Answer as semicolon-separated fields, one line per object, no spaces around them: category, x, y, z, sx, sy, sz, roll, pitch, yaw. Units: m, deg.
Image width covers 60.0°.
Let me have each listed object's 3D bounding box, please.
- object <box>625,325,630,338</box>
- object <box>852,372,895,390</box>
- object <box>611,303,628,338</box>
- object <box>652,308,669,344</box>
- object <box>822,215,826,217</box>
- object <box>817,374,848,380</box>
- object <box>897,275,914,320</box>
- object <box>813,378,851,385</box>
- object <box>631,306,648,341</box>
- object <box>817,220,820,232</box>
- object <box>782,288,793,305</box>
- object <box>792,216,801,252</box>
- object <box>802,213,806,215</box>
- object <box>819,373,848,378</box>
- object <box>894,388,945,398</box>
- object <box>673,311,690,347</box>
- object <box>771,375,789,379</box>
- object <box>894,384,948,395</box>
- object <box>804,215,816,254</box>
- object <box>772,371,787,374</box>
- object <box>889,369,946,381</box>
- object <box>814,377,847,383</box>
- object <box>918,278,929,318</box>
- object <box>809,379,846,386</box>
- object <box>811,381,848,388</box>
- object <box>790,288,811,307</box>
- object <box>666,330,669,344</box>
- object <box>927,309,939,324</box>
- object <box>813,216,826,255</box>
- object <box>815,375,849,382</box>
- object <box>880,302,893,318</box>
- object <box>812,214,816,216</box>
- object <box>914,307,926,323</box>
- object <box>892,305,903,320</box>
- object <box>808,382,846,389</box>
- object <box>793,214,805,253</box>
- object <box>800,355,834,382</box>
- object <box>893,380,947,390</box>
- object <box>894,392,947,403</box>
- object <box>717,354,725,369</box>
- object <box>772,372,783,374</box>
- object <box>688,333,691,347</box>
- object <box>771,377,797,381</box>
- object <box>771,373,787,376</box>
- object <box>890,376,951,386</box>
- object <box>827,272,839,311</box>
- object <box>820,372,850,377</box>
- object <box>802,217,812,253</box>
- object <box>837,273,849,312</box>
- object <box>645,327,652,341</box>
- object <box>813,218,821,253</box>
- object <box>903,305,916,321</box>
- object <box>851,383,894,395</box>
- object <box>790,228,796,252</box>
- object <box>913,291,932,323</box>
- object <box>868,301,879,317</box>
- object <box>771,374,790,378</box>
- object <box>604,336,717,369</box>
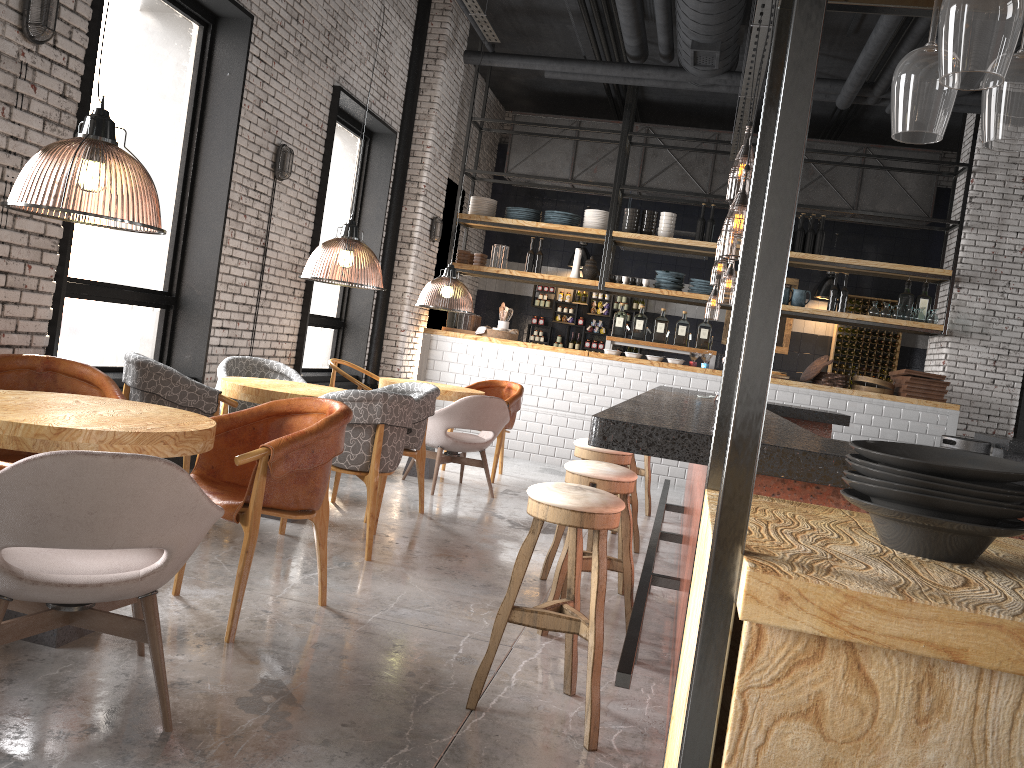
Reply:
object;1.325;-0.604;10.218;0.032;0.163;0.080;8;2;-17
object;3.936;-0.021;9.648;0.439;0.154;0.437;7;3;-32
object;1.260;-0.739;10.315;0.154;0.404;0.154;9;1;11
object;1.720;-0.668;10.221;0.154;0.404;0.154;9;1;11
object;3.528;-1.891;10.040;0.046;0.031;0.046;8;2;4
object;3.520;-0.077;9.770;0.406;0.019;0.459;6;3;-36
object;4.447;-0.964;10.005;0.157;0.554;0.105;9;1;15
object;3.498;-0.032;9.776;0.458;0.019;0.407;7;3;-20
object;1.483;-0.704;10.261;0.154;0.404;0.154;9;1;11
object;3.549;-1.671;10.310;0.098;0.458;0.098;8;1;-11
object;3.134;-1.006;10.236;0.199;0.230;0.166;9;2;18
object;3.309;-1.702;10.221;0.098;0.458;0.098;9;2;34
object;3.315;-1.924;10.084;0.046;0.031;0.046;8;2;-11
object;3.517;-0.094;9.773;0.406;0.019;0.459;6;3;-45
object;4.364;0.096;9.546;0.405;0.044;0.636;9;3;14
object;1.956;-0.632;10.169;0.154;0.404;0.154;9;1;11
object;2.936;-0.085;9.859;0.277;0.019;0.513;9;3;16
object;4.371;0.052;9.545;0.405;0.044;0.636;9;2;8
object;3.391;-1.684;10.067;0.098;0.458;0.098;8;1;-11
object;2.921;-0.128;9.695;0.184;0.011;0.254;10;3;33
object;4.327;-0.087;9.490;0.406;0.094;0.636;9;2;9
object;3.472;-0.051;9.767;0.407;0.019;0.458;9;3;25
object;4.632;-0.938;9.978;0.141;0.550;0.096;9;1;15
object;3.502;-0.015;9.776;0.459;0.019;0.406;10;3;40
object;3.519;0.005;9.764;0.406;0.019;0.459;8;3;-16
object;3.304;-0.979;10.189;0.165;0.230;0.199;8;2;-18
object;1.784;-0.534;10.147;0.031;0.163;0.046;9;2;36
object;4.635;-0.743;9.754;0.118;0.181;0.118;9;2;35
object;3.495;-1.668;10.045;0.098;0.458;0.098;8;1;-11
object;3.492;-0.065;9.775;0.457;0.019;0.407;6;3;-36
object;4.168;-0.816;9.880;0.118;0.181;0.118;7;2;-29
object;3.423;-1.907;10.061;0.046;0.031;0.046;8;2;-11
object;4.526;-0.762;9.829;0.118;0.181;0.118;8;2;-5
object;4.285;-0.798;9.846;0.118;0.181;0.118;10;2;44
object;3.502;0.018;9.775;0.406;0.019;0.459;6;3;-43
object;3.282;-1.700;10.089;0.098;0.458;0.098;9;2;34
object;3.326;-0.164;9.702;0.242;0.338;0.488;8;2;-3
object;4.377;0.008;9.544;0.405;0.044;0.636;9;3;12
object;4.358;0.139;9.547;0.405;0.044;0.636;9;2;7
object;2.400;-0.243;9.924;0.181;0.168;0.170;9;2;21
object;2.895;-0.125;9.769;0.172;0.010;0.368;9;3;21
object;2.019;-0.497;10.077;0.024;0.163;0.062;8;1;2
object;2.968;-0.061;9.805;0.457;0.019;0.407;6;3;-37
object;2.940;-0.110;9.854;0.230;0.016;0.556;9;3;17
object;4.384;-0.036;9.543;0.405;0.044;0.636;8;2;5
object;3.683;-1.044;10.144;0.098;0.471;0.098;8;1;0
object;3.501;-0.112;9.774;0.457;0.019;0.407;7;3;-32
object;3.418;-1.686;10.199;0.098;0.458;0.098;8;1;-11
object;3.787;-1.027;10.122;0.098;0.471;0.098;9;1;19
object;1.559;-0.569;10.187;0.077;0.163;0.039;7;2;-34
object;3.522;-1.669;10.178;0.098;0.458;0.098;8;1;-11
object;4.405;-0.780;9.836;0.118;0.181;0.118;8;2;-12
object;3.922;0.045;9.648;0.437;0.097;0.436;10;3;36
object;3.178;-1.717;10.110;0.098;0.458;0.098;9;2;34
object;4.622;-0.863;9.984;0.157;0.405;0.105;9;1;15
object;4.053;-0.835;9.921;0.118;0.181;0.118;8;2;-25
object;2.930;-0.098;9.855;0.215;0.013;0.521;9;2;7
object;1.684;-0.191;10.225;1.251;0.551;0.315;9;2;11
